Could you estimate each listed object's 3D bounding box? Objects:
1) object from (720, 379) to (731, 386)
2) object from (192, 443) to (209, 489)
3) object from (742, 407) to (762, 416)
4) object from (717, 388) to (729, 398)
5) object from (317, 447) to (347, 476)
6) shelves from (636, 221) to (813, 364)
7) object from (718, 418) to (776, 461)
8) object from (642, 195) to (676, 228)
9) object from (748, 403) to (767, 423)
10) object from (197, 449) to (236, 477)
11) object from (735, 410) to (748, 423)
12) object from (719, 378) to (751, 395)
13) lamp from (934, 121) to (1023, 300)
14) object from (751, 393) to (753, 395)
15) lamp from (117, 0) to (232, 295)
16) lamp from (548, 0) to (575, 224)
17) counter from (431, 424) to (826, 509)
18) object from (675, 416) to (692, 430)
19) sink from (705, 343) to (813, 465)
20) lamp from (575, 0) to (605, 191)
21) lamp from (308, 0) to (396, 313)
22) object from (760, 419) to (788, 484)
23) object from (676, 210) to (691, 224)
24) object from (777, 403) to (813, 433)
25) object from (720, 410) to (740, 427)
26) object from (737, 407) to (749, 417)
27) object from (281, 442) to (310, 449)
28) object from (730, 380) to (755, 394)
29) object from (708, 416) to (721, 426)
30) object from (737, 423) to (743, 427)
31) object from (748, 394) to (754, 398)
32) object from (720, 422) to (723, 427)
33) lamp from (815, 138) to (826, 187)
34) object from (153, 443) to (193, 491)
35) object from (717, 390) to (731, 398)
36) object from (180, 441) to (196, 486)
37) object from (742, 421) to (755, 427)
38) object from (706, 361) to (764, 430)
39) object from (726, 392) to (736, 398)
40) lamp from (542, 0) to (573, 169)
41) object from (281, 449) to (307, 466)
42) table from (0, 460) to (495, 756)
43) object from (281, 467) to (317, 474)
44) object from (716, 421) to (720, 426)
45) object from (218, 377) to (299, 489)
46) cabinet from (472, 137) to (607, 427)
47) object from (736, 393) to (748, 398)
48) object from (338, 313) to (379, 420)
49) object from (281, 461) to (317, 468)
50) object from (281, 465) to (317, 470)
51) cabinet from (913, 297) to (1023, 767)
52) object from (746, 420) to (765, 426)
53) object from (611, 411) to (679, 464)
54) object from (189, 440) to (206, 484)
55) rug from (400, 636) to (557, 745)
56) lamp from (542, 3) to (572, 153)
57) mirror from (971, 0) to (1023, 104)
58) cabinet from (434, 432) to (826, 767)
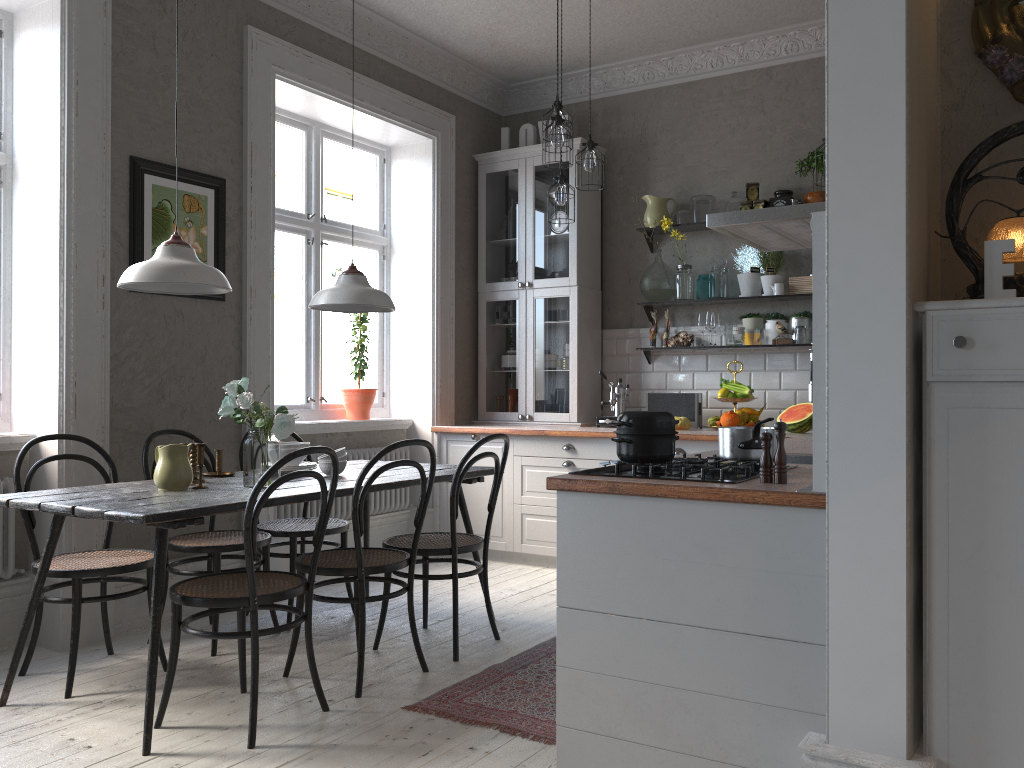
[{"bbox_3d":[1.301,-0.007,5.394,0.072,0.058,0.051,0,0,8],"label":"object"},{"bbox_3d":[-1.163,0.305,3.308,0.060,0.167,0.058,1,-1,-44],"label":"object"},{"bbox_3d":[1.450,0.169,5.355,0.125,0.056,0.060,0,0,24],"label":"object"},{"bbox_3d":[1.277,0.057,5.350,0.080,0.069,0.058,0,-1,-39],"label":"object"},{"bbox_3d":[-0.772,0.333,3.806,0.130,0.119,0.122,0,-1,-42],"label":"object"},{"bbox_3d":[1.427,-0.562,5.580,1.291,0.923,0.233,0,0,32],"label":"shelves"},{"bbox_3d":[0.740,0.162,2.638,0.177,0.134,0.299,0,0,-23],"label":"object"},{"bbox_3d":[0.957,-1.125,5.809,0.177,0.216,0.186,0,-1,-44],"label":"object"},{"bbox_3d":[1.469,0.176,5.334,0.128,0.120,0.060,0,0,-35],"label":"object"},{"bbox_3d":[-1.249,0.336,3.776,0.138,0.112,0.141,0,0,15],"label":"object"},{"bbox_3d":[1.372,0.197,5.316,0.089,0.078,0.087,0,0,-32],"label":"object"},{"bbox_3d":[1.354,0.014,5.356,0.206,0.101,0.068,0,-1,38],"label":"object"},{"bbox_3d":[1.235,-0.343,2.074,0.440,0.558,0.175,0,-1,40],"label":"lamp"},{"bbox_3d":[1.434,0.073,5.392,0.062,0.060,0.066,0,0,19],"label":"object"},{"bbox_3d":[-1.198,-1.263,3.169,0.385,1.858,0.374,0,0,-20],"label":"lamp"},{"bbox_3d":[0.266,-1.735,4.742,0.147,1.735,0.146,0,0,-1],"label":"lamp"},{"bbox_3d":[0.352,0.288,4.324,3.101,0.039,3.455,0,0,32],"label":"counter"},{"bbox_3d":[0.998,0.238,5.405,0.193,0.083,0.193,0,0,32],"label":"object"},{"bbox_3d":[1.006,0.156,3.145,0.518,0.720,0.495,0,0,32],"label":"sink"},{"bbox_3d":[0.410,-1.894,4.650,0.145,1.735,0.148,0,0,19],"label":"lamp"},{"bbox_3d":[-0.706,-1.257,3.936,0.371,1.858,0.387,0,-1,40],"label":"lamp"},{"bbox_3d":[0.680,0.173,2.303,0.071,0.167,0.036,0,0,32],"label":"object"},{"bbox_3d":[1.122,-1.072,5.776,0.101,0.111,0.105,0,0,32],"label":"object"},{"bbox_3d":[1.617,0.194,5.021,0.222,0.174,0.231,0,0,-36],"label":"object"},{"bbox_3d":[1.297,0.208,5.271,0.113,0.110,0.111,0,0,-1],"label":"object"},{"bbox_3d":[1.408,0.188,5.430,0.084,0.093,0.088,0,0,28],"label":"object"},{"bbox_3d":[-0.977,0.306,3.881,0.177,0.094,0.182,0,0,23],"label":"object"},{"bbox_3d":[1.415,0.025,5.400,0.090,0.096,0.177,0,-1,-38],"label":"object"},{"bbox_3d":[1.273,0.232,5.458,0.154,0.072,0.075,0,0,-29],"label":"object"},{"bbox_3d":[1.354,0.249,5.324,0.070,0.065,0.070,0,0,-37],"label":"object"},{"bbox_3d":[1.436,0.079,5.348,0.051,0.050,0.050,0,-1,41],"label":"object"},{"bbox_3d":[1.307,0.244,5.412,0.069,0.076,0.231,0,0,15],"label":"object"},{"bbox_3d":[1.626,-1.890,4.525,0.149,1.735,0.144,0,0,-26],"label":"lamp"},{"bbox_3d":[-1.255,0.303,3.265,0.150,0.170,0.135,0,0,-7],"label":"object"},{"bbox_3d":[1.306,0.073,5.422,0.094,0.078,0.102,0,0,19],"label":"object"},{"bbox_3d":[-1.247,0.303,3.402,0.063,0.172,0.061,0,0,-36],"label":"object"},{"bbox_3d":[1.409,0.243,5.283,0.068,0.051,0.089,0,0,-10],"label":"object"},{"bbox_3d":[1.356,0.070,5.385,0.348,0.425,0.356,0,0,17],"label":"object"},{"bbox_3d":[1.320,0.079,5.342,0.062,0.061,0.068,0,0,32],"label":"object"},{"bbox_3d":[0.228,-1.947,4.387,0.148,1.735,0.145,0,0,-11],"label":"lamp"},{"bbox_3d":[-0.977,0.326,3.881,0.177,0.094,0.182,0,0,23],"label":"object"},{"bbox_3d":[-0.939,0.757,3.643,0.887,0.735,1.956,0,0,32],"label":"table"},{"bbox_3d":[-0.977,0.380,3.880,0.242,0.027,0.232,0,-1,-40],"label":"object"},{"bbox_3d":[1.286,0.235,5.407,0.089,0.057,0.084,0,0,-26],"label":"object"},{"bbox_3d":[-0.942,0.181,3.318,0.306,0.414,0.256,0,0,30],"label":"object"},{"bbox_3d":[0.191,-0.652,6.175,0.863,1.921,0.395,0,0,32],"label":"cabinet"},{"bbox_3d":[1.385,0.081,5.343,0.075,0.062,0.101,0,0,5],"label":"object"},{"bbox_3d":[-0.985,-0.178,5.684,0.265,0.813,0.255,0,0,-31],"label":"object"},{"bbox_3d":[-0.977,0.362,3.880,0.242,0.027,0.232,0,0,-35],"label":"object"},{"bbox_3d":[-0.977,0.370,3.880,0.237,0.027,0.237,0,0,0],"label":"object"},{"bbox_3d":[1.261,0.467,1.936,0.653,1.297,0.391,0,0,32],"label":"cabinet"},{"bbox_3d":[1.462,0.234,5.397,0.054,0.044,0.214,0,0,-19],"label":"object"},{"bbox_3d":[0.390,0.153,2.580,0.188,0.147,0.194,0,0,12],"label":"object"},{"bbox_3d":[-1.258,0.304,3.495,0.095,0.172,0.097,0,0,13],"label":"object"},{"bbox_3d":[0.271,1.114,3.397,0.722,0.014,1.313,0,0,32],"label":"rug"},{"bbox_3d":[0.235,-2.076,4.574,0.145,1.735,0.148,0,0,19],"label":"lamp"},{"bbox_3d":[1.397,-0.971,2.134,0.522,0.593,0.072,0,0,32],"label":"mirror"},{"bbox_3d":[0.810,0.699,4.216,2.005,0.854,4.159,0,0,-11],"label":"cabinet"}]
